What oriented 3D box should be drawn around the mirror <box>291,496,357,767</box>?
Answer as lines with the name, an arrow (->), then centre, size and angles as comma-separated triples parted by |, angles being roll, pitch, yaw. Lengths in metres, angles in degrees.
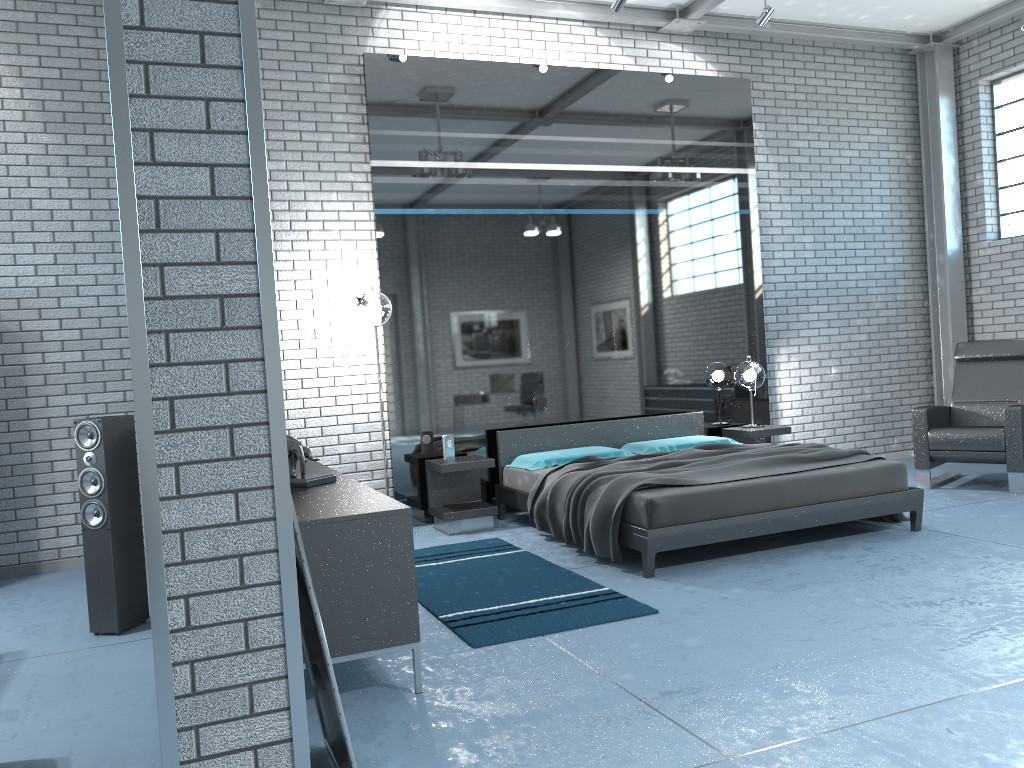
mirror -> -0.568, 0.675, 2.468 | 0.165, 0.978, 0.674 | -4, 2, -22

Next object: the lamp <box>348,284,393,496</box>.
lamp -> -0.908, 0.195, 6.151 | 0.259, 1.773, 0.250 | -3, 2, 23

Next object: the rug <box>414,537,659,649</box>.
rug -> -0.128, 1.071, 4.830 | 0.886, 0.012, 2.060 | -4, 2, -22

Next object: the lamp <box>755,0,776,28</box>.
lamp -> 1.952, -2.958, 6.889 | 0.161, 0.343, 0.137 | -3, 2, 38

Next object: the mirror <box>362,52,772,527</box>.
mirror -> 0.602, -0.790, 7.154 | 3.400, 3.500, 0.050 | -4, 2, -22

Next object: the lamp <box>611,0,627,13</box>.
lamp -> 0.757, -2.871, 6.412 | 0.137, 0.332, 0.167 | -5, 2, -32

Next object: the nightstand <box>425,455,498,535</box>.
nightstand -> -0.365, 0.796, 6.419 | 0.400, 0.501, 0.400 | -4, 2, -22

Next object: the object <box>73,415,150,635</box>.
object -> -1.962, 0.684, 4.346 | 0.159, 1.045, 0.254 | -3, 2, 13

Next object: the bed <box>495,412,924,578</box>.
bed -> 1.243, 0.624, 6.053 | 2.290, 0.674, 2.261 | -4, 2, -22

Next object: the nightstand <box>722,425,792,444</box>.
nightstand -> 2.045, 0.612, 7.378 | 0.400, 0.501, 0.400 | -4, 2, -22

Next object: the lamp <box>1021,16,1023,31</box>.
lamp -> 3.585, -2.771, 5.786 | 0.639, 0.872, 0.300 | -4, 2, -22

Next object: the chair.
chair -> 3.658, 0.219, 6.894 | 0.763, 1.099, 0.940 | -2, 2, 43

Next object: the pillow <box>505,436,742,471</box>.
pillow -> 0.863, 0.516, 6.771 | 1.810, 0.115, 0.567 | -4, 2, -22

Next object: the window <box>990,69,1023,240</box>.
window -> 4.974, -2.085, 7.307 | 0.100, 1.500, 2.200 | -4, 2, -22

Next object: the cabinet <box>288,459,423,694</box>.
cabinet -> -0.994, 0.806, 4.175 | 0.510, 0.682, 2.250 | -4, 2, -22

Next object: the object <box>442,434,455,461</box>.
object -> -0.457, 0.459, 6.410 | 0.032, 0.184, 0.100 | -3, 2, 36

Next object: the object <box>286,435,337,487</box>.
object -> -1.029, 0.348, 4.144 | 0.369, 0.237, 0.221 | -3, 2, 33

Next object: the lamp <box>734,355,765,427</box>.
lamp -> 2.007, 0.057, 7.441 | 0.259, 0.596, 0.250 | -4, 2, -13
